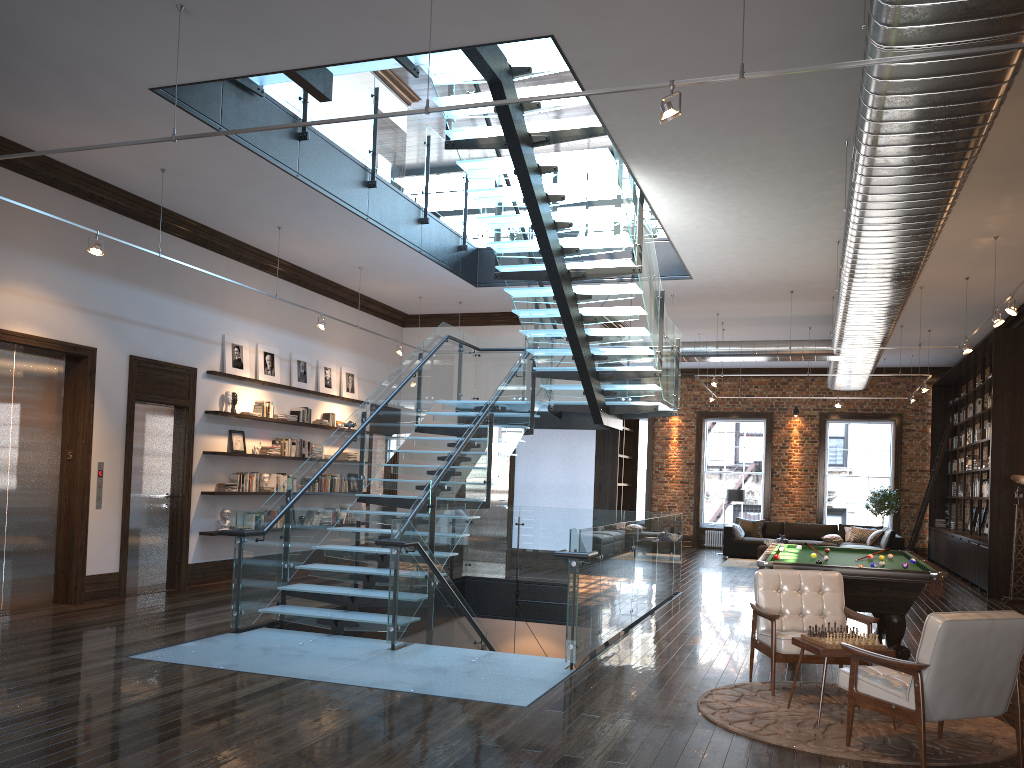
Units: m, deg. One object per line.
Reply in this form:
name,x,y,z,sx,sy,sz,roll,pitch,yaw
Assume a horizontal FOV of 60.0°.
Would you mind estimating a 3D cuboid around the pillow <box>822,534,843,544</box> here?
pillow,6.769,3.283,18.756,0.409,0.203,0.614,1,-6,17

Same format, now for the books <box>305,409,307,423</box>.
books,-3.074,0.472,13.021,0.131,0.202,0.015,1,-2,19

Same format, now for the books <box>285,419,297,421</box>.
books,-3.206,0.515,12.674,0.141,0.010,0.287,0,-7,20

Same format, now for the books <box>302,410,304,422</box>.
books,-3.100,0.469,12.896,0.166,0.179,0.028,1,-2,19

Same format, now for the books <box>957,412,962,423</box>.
books,9.599,0.745,18.899,0.190,0.279,0.017,1,-2,19

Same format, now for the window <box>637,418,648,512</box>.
window,2.776,2.231,22.833,1.519,2.744,0.155,1,-2,19

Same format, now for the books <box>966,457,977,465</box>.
books,9.173,1.606,17.712,0.188,0.286,0.013,1,-2,19

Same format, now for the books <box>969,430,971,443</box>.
books,9.112,1.061,17.482,0.183,0.313,0.013,1,-2,19

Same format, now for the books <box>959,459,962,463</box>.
books,9.447,1.705,18.522,0.185,0.285,0.036,1,-2,19

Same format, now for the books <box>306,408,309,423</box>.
books,-3.068,0.462,13.032,0.162,0.225,0.011,1,-2,19

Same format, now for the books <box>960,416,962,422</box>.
books,9.576,0.774,18.767,0.170,0.194,0.084,1,-2,19

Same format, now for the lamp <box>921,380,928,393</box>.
lamp,7.477,0.048,16.049,0.113,0.229,0.114,2,-2,-5

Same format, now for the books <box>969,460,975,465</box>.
books,9.172,1.627,17.657,0.147,0.232,0.036,1,-2,19

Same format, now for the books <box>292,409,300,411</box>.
books,-3.140,0.460,12.850,0.126,0.184,0.042,1,-2,19

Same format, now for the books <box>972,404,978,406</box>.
books,9.037,0.536,17.228,0.176,0.288,0.030,1,-2,19

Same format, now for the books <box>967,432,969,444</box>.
books,9.197,1.106,17.737,0.178,0.285,0.088,1,-2,19

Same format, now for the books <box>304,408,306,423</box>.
books,-3.090,0.457,12.961,0.155,0.217,0.011,1,-2,19

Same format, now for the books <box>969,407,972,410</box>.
books,9.119,0.578,17.479,0.192,0.266,0.016,1,-2,19

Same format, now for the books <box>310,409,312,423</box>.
books,-3.042,0.477,13.111,0.163,0.213,0.023,1,-2,19

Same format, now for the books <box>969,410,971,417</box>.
books,9.089,0.604,17.421,0.187,0.199,0.030,1,-2,19

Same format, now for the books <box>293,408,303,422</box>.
books,-3.116,0.452,12.876,0.156,0.207,0.022,1,-2,19

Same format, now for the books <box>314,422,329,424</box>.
books,-2.909,0.596,13.540,0.143,0.013,0.227,0,-7,19

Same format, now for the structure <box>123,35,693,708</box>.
structure,-0.238,0.742,9.622,3.573,14.449,7.074,2,-2,19

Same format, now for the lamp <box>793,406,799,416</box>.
lamp,6.759,0.649,21.100,0.126,0.236,0.155,1,-3,19

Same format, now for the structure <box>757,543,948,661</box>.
structure,3.344,2.145,8.957,1.552,0.848,2.973,0,-6,19

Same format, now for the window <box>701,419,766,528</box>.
window,5.479,2.231,21.905,1.519,2.744,0.155,1,-2,19

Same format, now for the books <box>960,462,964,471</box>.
books,9.297,1.699,18.134,0.236,0.202,0.046,1,-2,19

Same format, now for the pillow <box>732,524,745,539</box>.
pillow,4.922,3.200,19.243,0.244,0.304,0.576,1,-5,20

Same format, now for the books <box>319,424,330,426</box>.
books,-2.903,0.631,13.538,0.142,0.012,0.225,0,-7,19

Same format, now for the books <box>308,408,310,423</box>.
books,-3.056,0.467,13.045,0.166,0.218,0.022,1,-2,19

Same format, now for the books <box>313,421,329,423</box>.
books,-2.913,0.582,13.527,0.134,0.011,0.256,0,-7,19

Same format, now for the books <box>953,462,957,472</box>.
books,9.614,1.801,19.061,0.231,0.224,0.024,1,-2,19

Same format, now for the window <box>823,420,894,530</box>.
window,8.184,2.231,20.976,1.519,2.744,0.155,1,-2,19

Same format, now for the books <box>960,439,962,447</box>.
books,9.559,1.277,18.813,0.185,0.210,0.069,1,-2,19

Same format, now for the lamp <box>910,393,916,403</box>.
lamp,8.127,0.281,17.947,0.114,0.229,0.113,4,-3,-32

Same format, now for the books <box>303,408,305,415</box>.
books,-3.103,0.458,12.947,0.153,0.210,0.024,1,-2,19

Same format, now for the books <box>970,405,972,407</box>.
books,9.178,0.569,17.598,0.166,0.314,0.016,1,-2,19

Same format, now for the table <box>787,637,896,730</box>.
table,2.116,1.920,5.711,0.516,0.493,0.465,3,-4,-6

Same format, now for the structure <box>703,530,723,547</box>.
structure,5.327,3.791,21.602,1.301,0.394,0.216,0,-3,19

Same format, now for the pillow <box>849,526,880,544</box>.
pillow,7.398,3.164,18.576,0.611,0.360,0.289,0,-4,23

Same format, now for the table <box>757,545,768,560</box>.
table,5.404,3.411,17.546,1.000,0.344,1.006,0,-6,19

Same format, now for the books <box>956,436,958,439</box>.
books,9.642,1.262,19.041,0.184,0.292,0.006,1,-2,19

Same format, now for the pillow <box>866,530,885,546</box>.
pillow,7.406,3.144,18.078,0.313,0.354,0.632,1,-5,19

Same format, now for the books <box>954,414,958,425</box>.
books,9.652,0.784,19.106,0.234,0.251,0.028,1,-2,19

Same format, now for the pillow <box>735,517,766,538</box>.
pillow,5.214,3.170,19.555,0.700,0.438,0.306,0,-3,19

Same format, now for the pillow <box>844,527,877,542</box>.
pillow,7.385,3.211,18.769,0.703,0.337,0.271,0,-4,20

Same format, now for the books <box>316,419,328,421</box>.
books,-2.904,0.558,13.556,0.116,0.021,0.193,1,-6,14

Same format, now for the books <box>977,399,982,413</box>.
books,8.830,0.443,16.626,0.186,0.328,0.069,1,-2,19

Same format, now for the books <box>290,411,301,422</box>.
books,-3.133,0.469,12.822,0.167,0.160,0.038,1,-2,19

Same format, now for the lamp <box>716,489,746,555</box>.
lamp,4.814,3.058,19.594,0.421,1.462,0.687,4,-3,-41

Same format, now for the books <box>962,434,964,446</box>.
books,9.390,1.177,18.287,0.174,0.282,0.113,1,-2,19

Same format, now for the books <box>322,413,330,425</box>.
books,-2.861,0.550,13.654,0.135,0.199,0.011,1,-2,19
